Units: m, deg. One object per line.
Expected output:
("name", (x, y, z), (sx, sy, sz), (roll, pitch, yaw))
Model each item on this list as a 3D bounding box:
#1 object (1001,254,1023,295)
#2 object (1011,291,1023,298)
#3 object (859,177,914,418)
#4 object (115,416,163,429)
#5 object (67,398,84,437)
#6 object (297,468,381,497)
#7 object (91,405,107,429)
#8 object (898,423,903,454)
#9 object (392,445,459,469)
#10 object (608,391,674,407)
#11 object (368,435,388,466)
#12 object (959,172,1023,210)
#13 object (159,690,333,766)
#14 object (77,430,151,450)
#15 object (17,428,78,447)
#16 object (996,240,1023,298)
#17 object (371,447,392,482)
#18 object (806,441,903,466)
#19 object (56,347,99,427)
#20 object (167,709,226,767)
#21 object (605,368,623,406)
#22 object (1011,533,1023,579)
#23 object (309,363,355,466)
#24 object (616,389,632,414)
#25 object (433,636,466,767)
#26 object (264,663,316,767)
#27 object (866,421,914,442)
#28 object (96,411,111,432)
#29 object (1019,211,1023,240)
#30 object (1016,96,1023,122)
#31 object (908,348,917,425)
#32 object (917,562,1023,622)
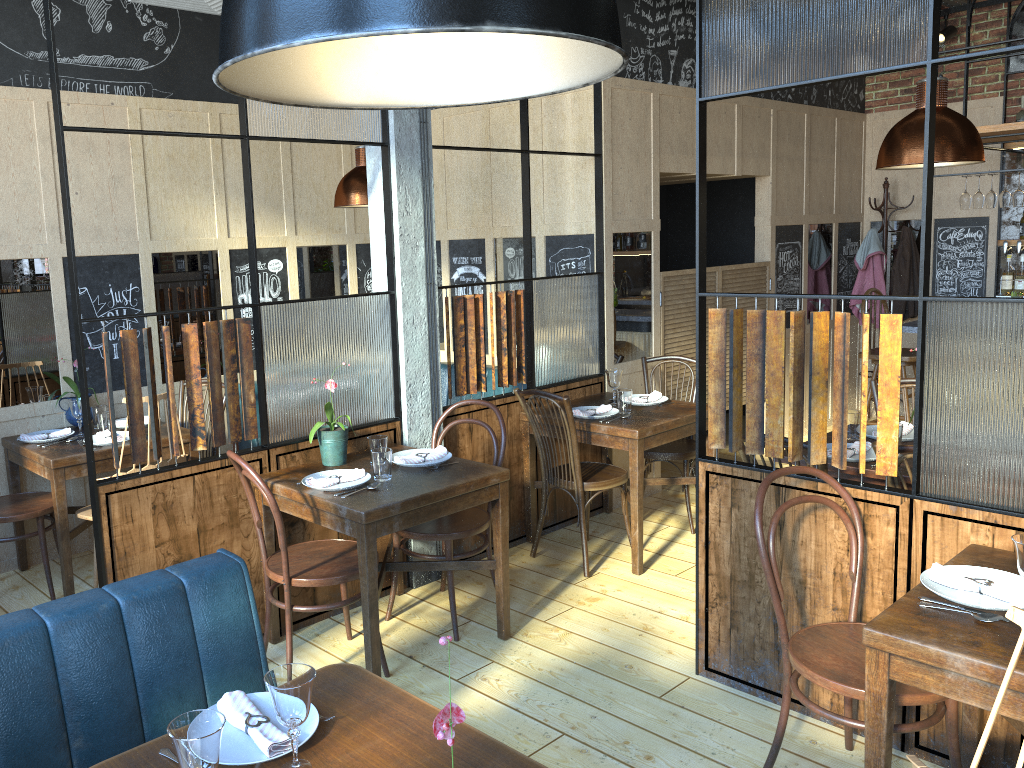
("object", (3.741, -0.804, 6.462), (0.082, 0.301, 0.271), (-9, 11, -43))
("object", (3.086, -0.463, 5.390), (0.071, 0.210, 0.066), (3, 9, 28))
("object", (2.975, -0.660, 7.132), (0.349, 1.981, 0.358), (-5, 9, -22))
("object", (-2.056, 0.197, 4.791), (0.258, 0.051, 0.340), (-11, 12, -40))
("object", (-2.237, 0.173, 4.554), (0.101, 0.191, 0.096), (1, 9, 16))
("object", (-0.670, 0.368, 3.413), (0.258, 0.051, 0.340), (-11, 12, -40))
("object", (-2.213, 0.178, 4.734), (0.088, 0.119, 0.081), (4, 10, 35))
("object", (1.516, 0.219, 3.525), (0.085, 0.119, 0.083), (-1, 8, 8))
("object", (-0.399, 0.302, 3.735), (0.258, 0.051, 0.340), (-11, 12, -40))
("object", (0.699, 0.075, 4.801), (0.258, 0.051, 0.340), (-11, 12, -40))
("object", (-0.561, 0.281, 3.693), (0.086, 0.119, 0.082), (0, 9, 14))
("object", (3.012, -1.183, 5.381), (0.063, 0.207, 0.522), (-10, 12, -44))
("object", (-0.543, 0.700, 1.795), (0.311, 0.051, 0.282), (-11, 12, -40))
("object", (-1.976, 0.260, 4.393), (0.311, 0.051, 0.282), (-11, 12, -40))
("object", (-2.367, 0.260, 4.493), (0.341, 0.051, 0.257), (7, 13, 43))
("object", (3.731, -0.808, 6.452), (0.196, 0.490, 0.325), (-10, 11, -44))
("object", (-0.510, 0.317, 3.462), (0.086, 0.119, 0.082), (0, 9, 14))
("object", (1.360, 0.266, 3.497), (0.258, 0.051, 0.340), (-11, 12, -40))
("object", (-2.370, 0.020, 4.784), (0.143, 0.429, 0.208), (5, 11, 41))
("object", (-0.536, 0.674, 1.517), (0.096, 0.191, 0.101), (-4, 9, -15))
("object", (0.552, 0.018, 4.755), (0.095, 0.191, 0.102), (-6, 9, -24))
("object", (1.196, 0.450, 2.016), (0.099, 0.191, 0.098), (-1, 8, 3))
("object", (-0.762, 0.132, 3.715), (0.151, 0.425, 0.197), (1, 9, 16))
("object", (0.578, 0.089, 4.538), (0.083, 0.119, 0.086), (-4, 9, -13))
("object", (-0.074, 0.588, 1.199), (0.132, 0.429, 0.226), (-6, 9, -26))
("object", (-0.416, 0.643, 1.674), (0.096, 0.191, 0.101), (-4, 9, -15))
("object", (1.625, 0.202, 3.812), (0.258, 0.051, 0.340), (-11, 12, -40))
("object", (-2.094, 0.205, 4.546), (0.088, 0.119, 0.081), (4, 10, 35))
("object", (3.757, -1.189, 6.445), (0.064, 0.262, 0.068), (-5, 9, -22))
("object", (3.708, -1.926, 6.407), (0.074, 0.328, 0.078), (-5, 8, -20))
("object", (1.688, 0.066, 3.472), (0.199, 0.425, 0.150), (-3, 8, -10))
("object", (1.149, 0.498, 2.165), (0.311, 0.051, 0.282), (-11, 12, -40))
